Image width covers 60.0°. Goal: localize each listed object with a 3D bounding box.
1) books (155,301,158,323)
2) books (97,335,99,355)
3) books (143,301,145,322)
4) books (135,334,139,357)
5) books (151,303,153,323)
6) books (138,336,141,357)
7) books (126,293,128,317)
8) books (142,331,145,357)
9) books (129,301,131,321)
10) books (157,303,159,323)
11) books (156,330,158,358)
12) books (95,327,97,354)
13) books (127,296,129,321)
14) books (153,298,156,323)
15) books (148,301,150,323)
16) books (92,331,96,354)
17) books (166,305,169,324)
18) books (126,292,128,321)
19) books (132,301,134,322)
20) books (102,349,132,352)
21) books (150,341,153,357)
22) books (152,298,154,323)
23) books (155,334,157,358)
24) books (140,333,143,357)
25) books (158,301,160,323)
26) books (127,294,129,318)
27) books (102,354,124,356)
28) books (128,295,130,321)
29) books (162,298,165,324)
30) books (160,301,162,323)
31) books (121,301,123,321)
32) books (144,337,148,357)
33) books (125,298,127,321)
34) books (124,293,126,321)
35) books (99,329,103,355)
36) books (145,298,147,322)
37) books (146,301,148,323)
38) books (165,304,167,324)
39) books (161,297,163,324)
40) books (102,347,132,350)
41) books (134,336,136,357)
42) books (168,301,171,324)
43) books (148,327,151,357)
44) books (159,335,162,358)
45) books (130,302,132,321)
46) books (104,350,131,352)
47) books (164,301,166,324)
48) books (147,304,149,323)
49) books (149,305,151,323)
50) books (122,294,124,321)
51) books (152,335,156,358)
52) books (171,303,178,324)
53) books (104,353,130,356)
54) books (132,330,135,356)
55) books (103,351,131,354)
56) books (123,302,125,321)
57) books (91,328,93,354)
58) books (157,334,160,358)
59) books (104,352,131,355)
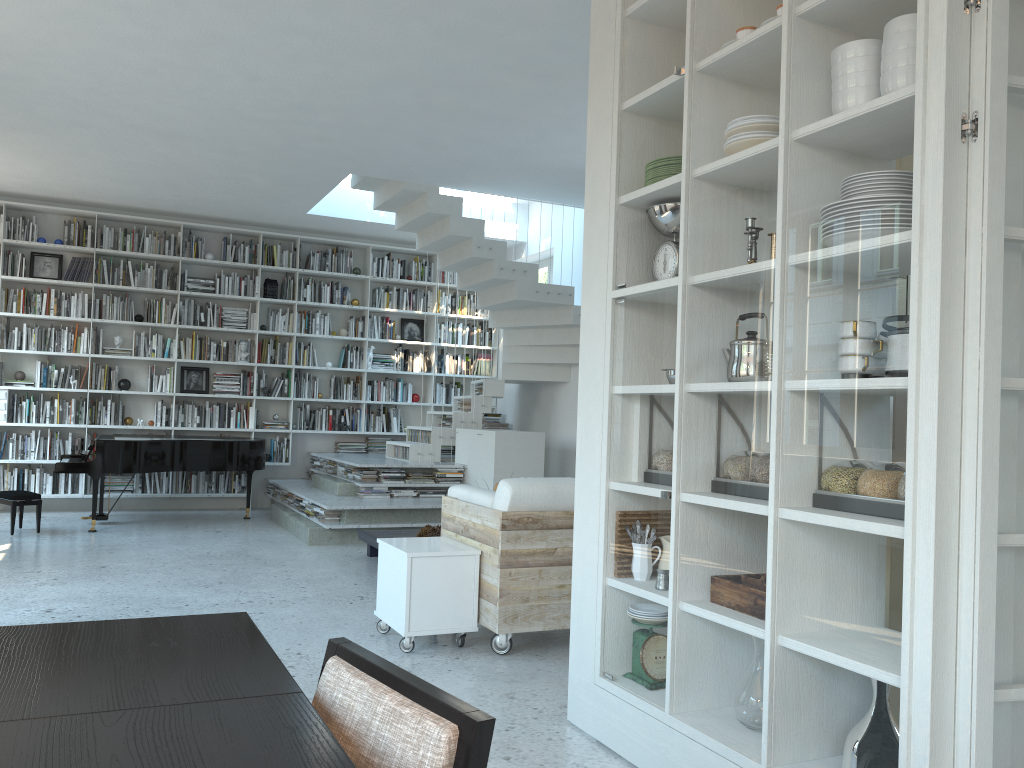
[{"bbox_3d":[-3.857,-0.767,9.625,0.013,0.243,0.188,3,-2,-25],"label":"books"},{"bbox_3d":[-4.393,-0.407,9.409,0.034,0.209,0.136,3,-2,-25],"label":"books"},{"bbox_3d":[-3.981,-0.777,9.602,0.005,0.254,0.161,3,-2,-25],"label":"books"},{"bbox_3d":[-4.043,-0.408,9.547,0.030,0.247,0.174,3,-2,-25],"label":"books"},{"bbox_3d":[-3.901,-0.755,9.606,0.006,0.216,0.181,3,-2,-25],"label":"books"},{"bbox_3d":[-4.032,-0.396,9.584,0.024,0.227,0.137,3,-2,-25],"label":"books"},{"bbox_3d":[-4.143,-0.816,9.528,0.005,0.316,0.157,3,-2,-25],"label":"books"},{"bbox_3d":[-3.983,-0.424,9.578,0.012,0.286,0.167,3,-2,-25],"label":"books"},{"bbox_3d":[-4.119,-0.774,9.548,0.009,0.236,0.134,3,-2,-25],"label":"books"},{"bbox_3d":[-3.862,-0.762,9.663,0.011,0.236,0.130,3,-2,-25],"label":"books"},{"bbox_3d":[-3.861,-0.425,9.637,0.011,0.300,0.178,3,-2,-25],"label":"books"},{"bbox_3d":[-4.416,-0.452,9.410,0.011,0.298,0.135,3,-2,-25],"label":"books"},{"bbox_3d":[-4.127,-0.799,9.527,0.004,0.284,0.166,3,-2,-25],"label":"books"},{"bbox_3d":[-3.892,-0.789,9.647,0.033,0.287,0.155,3,-2,-25],"label":"books"},{"bbox_3d":[-3.933,-0.767,9.593,0.005,0.236,0.178,3,-2,-25],"label":"books"},{"bbox_3d":[-4.425,-0.433,9.386,0.024,0.257,0.134,3,-2,-25],"label":"books"},{"bbox_3d":[-3.772,-0.746,9.694,0.024,0.216,0.142,3,-2,-25],"label":"books"},{"bbox_3d":[-4.136,-0.823,9.527,0.005,0.331,0.161,3,-2,-25],"label":"books"},{"bbox_3d":[-4.081,-0.770,9.548,0.031,0.232,0.147,3,-2,-25],"label":"books"},{"bbox_3d":[-4.222,-0.360,9.482,0.285,0.012,0.159,3,-2,-23],"label":"books"},{"bbox_3d":[-3.924,-0.372,9.629,0.025,0.189,0.140,3,-2,-25],"label":"books"},{"bbox_3d":[-3.904,-0.784,9.629,0.005,0.275,0.157,3,-2,-25],"label":"books"},{"bbox_3d":[-3.869,-0.408,9.624,0.012,0.265,0.193,3,-2,-25],"label":"books"},{"bbox_3d":[-4.004,-0.416,9.581,0.022,0.267,0.151,3,-2,-25],"label":"books"},{"bbox_3d":[-3.844,-0.770,9.657,0.017,0.253,0.139,3,-2,-25],"label":"books"},{"bbox_3d":[-4.132,-0.810,9.528,0.005,0.305,0.162,3,-2,-25],"label":"books"},{"bbox_3d":[-4.224,-0.299,9.481,0.285,0.012,0.159,3,-2,-27],"label":"books"},{"bbox_3d":[-4.112,-0.800,9.514,0.011,0.287,0.189,3,-2,-25],"label":"books"},{"bbox_3d":[-3.806,-0.783,9.667,0.022,0.284,0.190,3,-2,-25],"label":"books"},{"bbox_3d":[-3.827,-0.769,9.658,0.006,0.253,0.180,3,-2,-25],"label":"books"},{"bbox_3d":[-4.185,-0.773,9.509,0.011,0.226,0.129,3,-2,-25],"label":"books"},{"bbox_3d":[-3.964,-0.392,9.605,0.048,0.224,0.149,3,-2,-25],"label":"books"},{"bbox_3d":[-4.145,-0.789,9.512,0.010,0.261,0.158,3,-2,-25],"label":"books"},{"bbox_3d":[-4.153,-0.819,9.517,0.004,0.321,0.153,3,-2,-25],"label":"books"},{"bbox_3d":[-4.365,-0.440,9.416,0.021,0.277,0.136,3,-2,-25],"label":"books"},{"bbox_3d":[-3.976,-0.788,9.613,0.012,0.276,0.129,3,-2,-25],"label":"books"},{"bbox_3d":[-3.954,-0.770,9.593,0.005,0.240,0.173,3,-2,-25],"label":"books"},{"bbox_3d":[-3.788,-0.754,9.687,0.011,0.229,0.165,3,-2,-25],"label":"books"},{"bbox_3d":[-3.822,-0.794,9.663,0.006,0.303,0.165,3,-2,-25],"label":"books"},{"bbox_3d":[-4.219,-0.372,9.478,0.285,0.012,0.159,3,-2,-29],"label":"books"},{"bbox_3d":[-4.070,-0.401,9.555,0.010,0.232,0.154,3,-2,-25],"label":"books"},{"bbox_3d":[-3.747,-0.766,9.696,0.022,0.257,0.155,3,-2,-25],"label":"books"},{"bbox_3d":[-3.932,-0.443,9.610,0.010,0.329,0.173,3,-2,-25],"label":"books"},{"bbox_3d":[-3.835,-0.401,9.672,0.022,0.256,0.152,3,-2,-25],"label":"books"},{"bbox_3d":[-4.107,-0.765,9.546,0.012,0.218,0.151,3,-2,-25],"label":"books"},{"bbox_3d":[-4.221,-0.348,9.480,0.254,0.012,0.161,3,-2,-28],"label":"books"},{"bbox_3d":[-3.795,-0.768,9.680,0.010,0.257,0.140,3,-2,-25],"label":"books"},{"bbox_3d":[-3.953,-0.757,9.612,0.013,0.216,0.149,3,-2,-25],"label":"books"},{"bbox_3d":[-3.928,-0.748,9.620,0.011,0.200,0.162,3,-2,-25],"label":"books"},{"bbox_3d":[-4.165,-0.805,9.496,0.011,0.291,0.176,3,-2,-25],"label":"books"},{"bbox_3d":[-3.892,-0.400,9.624,0.028,0.247,0.170,3,-2,-25],"label":"books"},{"bbox_3d":[-3.699,-0.754,9.694,0.064,0.237,0.208,3,-2,-25],"label":"books"},{"bbox_3d":[-4.225,-0.311,9.485,0.254,0.012,0.161,3,-2,-25],"label":"books"},{"bbox_3d":[-4.073,-0.428,9.539,0.012,0.285,0.159,3,-2,-25],"label":"books"},{"bbox_3d":[-4.220,-0.336,9.476,0.254,0.012,0.161,3,-2,-30],"label":"books"},{"bbox_3d":[-4.167,-0.767,9.523,0.012,0.217,0.133,3,-2,-25],"label":"books"},{"bbox_3d":[-4.443,-0.447,9.385,0.012,0.285,0.159,3,-2,-25],"label":"books"},{"bbox_3d":[-3.847,-0.404,9.644,0.023,0.259,0.170,3,-2,-25],"label":"books"},{"bbox_3d":[-4.221,-0.324,9.477,0.254,0.012,0.161,3,-2,-29],"label":"books"}]
